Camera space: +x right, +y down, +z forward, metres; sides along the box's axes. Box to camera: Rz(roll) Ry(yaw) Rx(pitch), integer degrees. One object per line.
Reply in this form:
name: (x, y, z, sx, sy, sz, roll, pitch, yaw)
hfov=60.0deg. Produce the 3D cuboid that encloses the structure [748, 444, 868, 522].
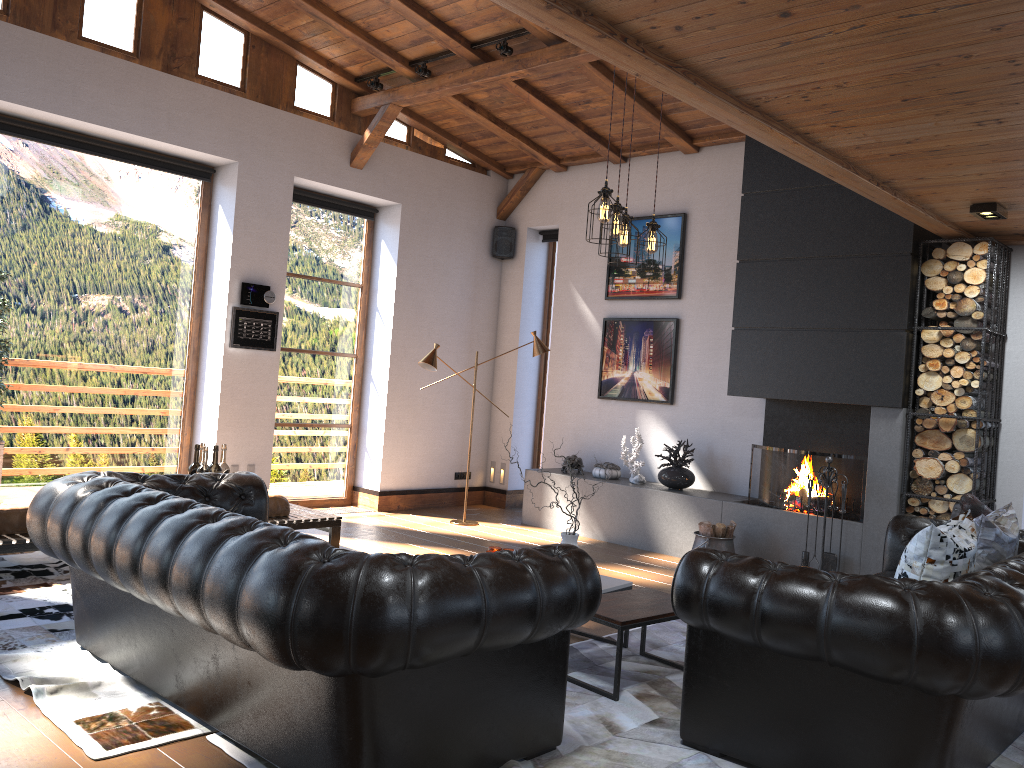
structure: (2.282, 0.780, 7.012, 0.971, 0.514, 0.185, 4, -1, 43)

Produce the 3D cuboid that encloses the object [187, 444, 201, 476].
object: (-1.790, 0.484, 5.016, 0.088, 0.286, 0.087, 4, -1, -7)

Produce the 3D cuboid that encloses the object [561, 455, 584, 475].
object: (0.604, 0.789, 8.720, 0.226, 0.183, 0.405, 4, 0, -3)

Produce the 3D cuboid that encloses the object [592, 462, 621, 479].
object: (0.903, 0.823, 8.469, 0.262, 0.160, 0.278, 5, 0, -45)

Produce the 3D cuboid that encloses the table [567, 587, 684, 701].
table: (0.579, 1.227, 4.259, 0.657, 0.350, 0.395, 4, 0, -42)

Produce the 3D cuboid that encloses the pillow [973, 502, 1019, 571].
pillow: (2.259, 0.805, 4.259, 0.534, 0.469, 0.280, 5, -1, -44)

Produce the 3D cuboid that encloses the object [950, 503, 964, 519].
object: (2.974, 1.202, 6.091, 0.265, 0.795, 0.266, 4, -1, 26)

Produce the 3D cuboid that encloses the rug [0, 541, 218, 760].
rug: (-1.886, 1.199, 5.127, 3.764, 0.053, 2.459, 4, 0, 44)

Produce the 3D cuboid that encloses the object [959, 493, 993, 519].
object: (2.773, 0.813, 5.241, 0.249, 0.319, 0.149, 4, -1, -6)

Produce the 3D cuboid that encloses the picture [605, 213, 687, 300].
picture: (1.288, -1.227, 8.632, 0.869, 0.816, 0.036, 4, -1, 43)

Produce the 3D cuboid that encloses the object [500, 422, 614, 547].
object: (0.271, 0.624, 4.608, 0.626, 0.808, 0.402, 5, -1, -36)

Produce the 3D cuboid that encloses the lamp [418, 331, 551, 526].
lamp: (-0.360, 0.392, 8.435, 1.334, 1.899, 0.522, 5, -1, -27)

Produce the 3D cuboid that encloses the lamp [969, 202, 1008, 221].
lamp: (2.978, -1.083, 5.534, 0.153, 0.068, 0.264, 4, 0, 43)

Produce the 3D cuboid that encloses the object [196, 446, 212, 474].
object: (-1.718, 0.489, 4.943, 0.087, 0.286, 0.088, 4, -1, 20)

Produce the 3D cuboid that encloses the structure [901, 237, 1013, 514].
structure: (3.189, 0.296, 6.398, 0.496, 2.617, 0.518, 4, -1, 43)

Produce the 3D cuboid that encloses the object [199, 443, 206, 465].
object: (-1.792, 0.483, 5.108, 0.088, 0.286, 0.087, 5, -1, -35)

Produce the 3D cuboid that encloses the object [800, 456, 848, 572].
object: (2.283, 1.033, 6.474, 0.308, 1.018, 0.307, 4, -1, -2)

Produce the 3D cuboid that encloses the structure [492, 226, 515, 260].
structure: (-0.090, -1.564, 9.823, 0.211, 0.349, 0.216, 4, -1, 43)

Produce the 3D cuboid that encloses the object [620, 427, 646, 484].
object: (1.118, 0.659, 8.161, 0.258, 0.532, 0.429, 4, -1, 12)

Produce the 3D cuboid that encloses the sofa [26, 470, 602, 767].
sofa: (-0.994, 0.872, 3.643, 2.536, 0.838, 1.253, 4, 0, 42)

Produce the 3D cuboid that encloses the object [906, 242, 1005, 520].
object: (3.190, 0.303, 6.409, 0.488, 2.612, 0.472, 4, -1, 43)

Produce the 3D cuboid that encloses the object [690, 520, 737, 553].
object: (1.587, 1.279, 6.970, 0.387, 0.431, 0.381, 4, -1, -21)

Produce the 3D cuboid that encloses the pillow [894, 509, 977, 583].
pillow: (1.792, 0.770, 3.756, 0.534, 0.469, 0.280, 5, -1, -44)

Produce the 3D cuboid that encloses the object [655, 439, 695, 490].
object: (1.476, 0.713, 7.916, 0.336, 0.455, 0.339, 5, -1, -22)

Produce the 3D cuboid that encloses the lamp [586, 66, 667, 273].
lamp: (0.722, -1.811, 5.244, 0.259, 2.202, 0.811, 4, -1, 34)

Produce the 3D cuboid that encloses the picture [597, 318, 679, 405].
picture: (1.213, -0.235, 8.617, 0.869, 0.816, 0.036, 4, -1, 43)

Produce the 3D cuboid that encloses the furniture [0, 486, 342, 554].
furniture: (-2.672, 0.947, 6.148, 1.162, 0.437, 2.791, 4, 0, 43)

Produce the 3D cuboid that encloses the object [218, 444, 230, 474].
object: (-1.678, 0.492, 5.138, 0.088, 0.286, 0.087, 5, -1, -37)

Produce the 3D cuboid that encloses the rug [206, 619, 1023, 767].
rug: (1.134, 1.426, 3.842, 2.404, 0.053, 4.090, 4, 0, 44)

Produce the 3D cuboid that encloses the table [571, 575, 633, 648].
table: (0.274, 1.204, 4.591, 0.396, 0.350, 0.657, 4, 0, 38)

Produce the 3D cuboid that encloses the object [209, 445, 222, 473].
object: (-1.694, 0.491, 5.040, 0.087, 0.286, 0.088, 4, -1, 21)

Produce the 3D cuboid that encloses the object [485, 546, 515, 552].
object: (-0.031, 0.966, 4.883, 0.247, 0.081, 0.301, 4, 0, -9)

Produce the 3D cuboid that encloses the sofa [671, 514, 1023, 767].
sofa: (1.868, 1.087, 3.930, 1.225, 0.838, 2.595, 4, 0, 42)
